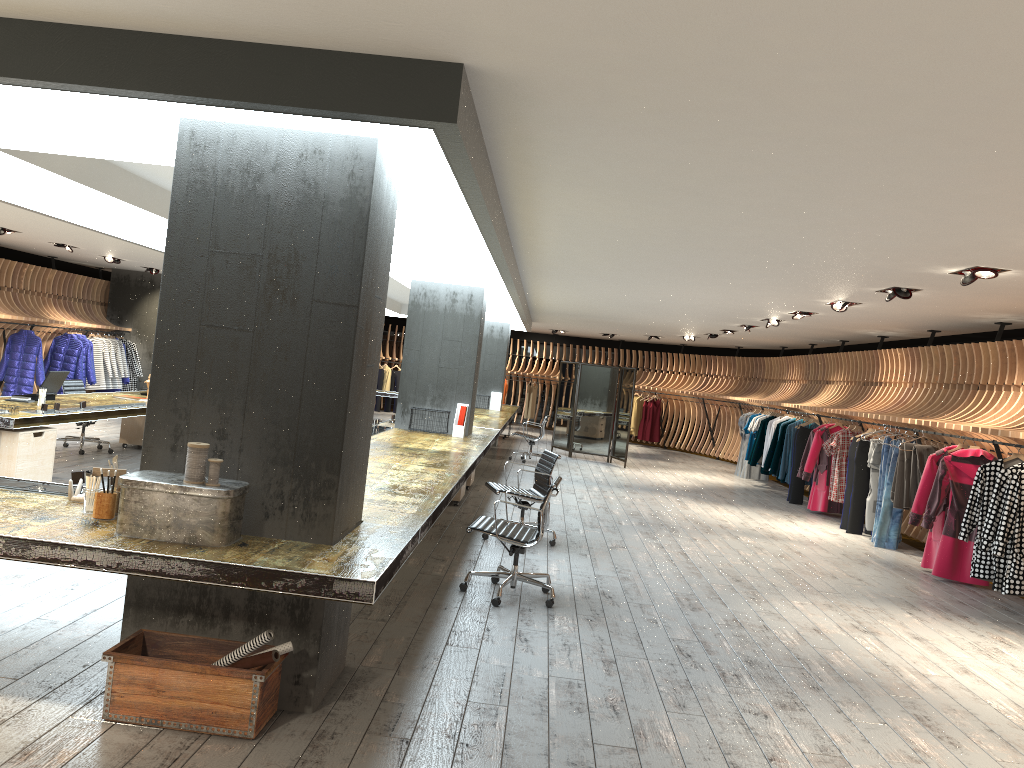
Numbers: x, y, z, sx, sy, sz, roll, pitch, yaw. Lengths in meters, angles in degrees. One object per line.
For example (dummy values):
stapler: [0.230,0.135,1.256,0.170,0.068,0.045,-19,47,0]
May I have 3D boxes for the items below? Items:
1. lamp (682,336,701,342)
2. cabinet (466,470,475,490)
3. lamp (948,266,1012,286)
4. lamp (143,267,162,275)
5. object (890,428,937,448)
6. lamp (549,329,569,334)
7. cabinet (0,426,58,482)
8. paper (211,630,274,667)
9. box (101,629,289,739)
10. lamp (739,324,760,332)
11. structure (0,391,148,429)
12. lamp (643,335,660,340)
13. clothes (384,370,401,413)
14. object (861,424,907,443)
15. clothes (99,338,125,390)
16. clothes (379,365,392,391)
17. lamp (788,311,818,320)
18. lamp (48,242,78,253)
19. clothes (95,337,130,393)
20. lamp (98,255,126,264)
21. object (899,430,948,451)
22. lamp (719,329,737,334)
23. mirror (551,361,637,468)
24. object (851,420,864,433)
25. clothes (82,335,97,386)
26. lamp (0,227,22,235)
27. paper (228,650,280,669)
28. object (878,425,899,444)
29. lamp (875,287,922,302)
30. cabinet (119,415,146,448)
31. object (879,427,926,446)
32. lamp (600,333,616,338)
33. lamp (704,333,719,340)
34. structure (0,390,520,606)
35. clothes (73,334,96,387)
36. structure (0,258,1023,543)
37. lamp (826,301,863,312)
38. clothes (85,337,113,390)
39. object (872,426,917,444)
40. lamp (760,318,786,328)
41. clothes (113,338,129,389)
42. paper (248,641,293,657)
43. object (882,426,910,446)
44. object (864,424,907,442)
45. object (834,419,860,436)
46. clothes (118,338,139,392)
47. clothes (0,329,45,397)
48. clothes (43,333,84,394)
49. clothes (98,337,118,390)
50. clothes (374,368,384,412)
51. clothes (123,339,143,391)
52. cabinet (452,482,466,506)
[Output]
lamp: [3.961,-1.093,19.718,0.269,0.287,0.493,6,1,-17]
cabinet: [-1.054,0.983,11.599,1.131,0.630,0.593,7,0,2]
lamp: [3.680,-0.921,6.977,0.269,0.294,0.492,6,1,2]
lamp: [-7.087,-2.310,17.472,0.269,0.292,0.492,6,1,2]
object: [4.639,0.633,10.221,0.549,0.243,0.023,7,0,4]
lamp: [1.244,-1.458,23.479,0.493,0.292,0.269,7,1,35]
cabinet: [-4.612,0.642,7.561,1.131,0.630,0.593,7,0,2]
paper: [-1.240,1.178,3.619,0.573,0.460,0.043,7,0,20]
box: [-1.322,1.253,3.709,0.665,0.282,0.341,7,0,2]
lamp: [3.988,-1.015,14.945,0.269,0.286,0.492,6,1,2]
structure: [-4.423,0.480,12.391,1.162,0.844,10.451,7,1,2]
lamp: [3.401,-1.177,21.203,0.269,0.292,0.493,6,1,-30]
clothes: [-3.367,0.256,25.215,0.539,1.353,0.087,7,0,27]
object: [4.673,0.621,11.134,0.550,0.243,0.023,7,0,39]
clothes: [-8.114,-0.397,17.813,0.752,1.062,0.128,6,0,1]
clothes: [-3.623,-0.100,25.147,0.705,0.890,0.249,7,0,43]
lamp: [3.864,-0.974,11.758,0.269,0.296,0.492,6,1,2]
lamp: [-7.210,-2.273,14.285,0.269,0.294,0.492,6,1,2]
clothes: [-8.235,-0.347,18.202,0.885,1.239,0.245,6,0,-1]
lamp: [-7.148,-2.295,15.878,0.269,0.286,0.492,6,1,2]
object: [4.660,0.647,10.028,0.547,0.262,0.023,7,0,4]
lamp: [4.049,-1.029,16.539,0.269,0.294,0.492,6,1,2]
mirror: [1.611,0.556,17.497,2.114,1.892,0.442,7,0,43]
object: [4.699,0.631,12.067,0.524,0.286,0.015,6,0,-13]
clothes: [-8.316,-0.335,16.821,0.885,1.239,0.245,6,0,-1]
lamp: [-7.271,-2.256,12.691,0.269,0.292,0.492,6,1,2]
paper: [-1.281,1.201,3.656,0.724,0.365,0.047,7,0,22]
object: [4.665,0.624,10.929,0.549,0.243,0.023,6,0,-36]
lamp: [3.742,-0.940,8.570,0.269,0.291,0.492,6,1,2]
cabinet: [-4.555,0.580,11.901,1.131,0.630,0.593,7,0,2]
object: [4.667,0.640,10.543,0.549,0.256,0.023,7,0,28]
lamp: [2.473,-1.302,22.485,0.269,0.294,0.493,6,1,-43]
lamp: [4.108,-1.049,18.132,0.269,0.291,0.493,6,1,-2]
structure: [-2.608,0.690,12.106,4.836,0.844,18.475,7,1,2]
clothes: [-8.245,-0.326,16.640,0.883,1.246,0.249,6,0,-1]
structure: [-2.016,-0.049,8.014,14.883,2.440,36.554,7,1,2]
lamp: [3.804,-0.962,10.164,0.269,0.284,0.492,6,1,2]
clothes: [-8.133,-0.392,17.315,0.752,1.062,0.128,6,0,1]
object: [4.663,0.628,10.771,0.549,0.243,0.023,7,0,9]
lamp: [3.926,-0.990,13.351,0.269,0.301,0.492,6,1,2]
clothes: [-8.107,-0.399,17.991,0.752,1.062,0.128,6,0,1]
paper: [-1.238,1.205,3.678,0.624,0.290,0.041,6,0,-16]
object: [4.653,0.630,10.664,0.549,0.243,0.023,6,0,-26]
object: [4.669,0.627,11.037,0.549,0.250,0.023,7,0,4]
object: [4.714,0.622,12.279,0.525,0.270,0.012,7,0,2]
clothes: [-8.083,-0.347,18.354,0.807,1.187,0.192,6,0,3]
clothes: [-8.382,-0.315,15.110,0.885,1.239,0.245,6,0,-1]
clothes: [-8.408,-0.334,16.505,0.880,1.260,0.242,6,0,-1]
clothes: [-8.124,-0.394,17.550,0.752,1.062,0.128,6,0,1]
clothes: [-3.858,0.203,25.064,0.540,1.353,0.087,7,0,37]
clothes: [-8.085,-0.350,18.542,0.799,1.185,0.191,6,0,3]
cabinet: [-1.106,0.998,10.247,1.131,0.630,0.593,7,0,2]
